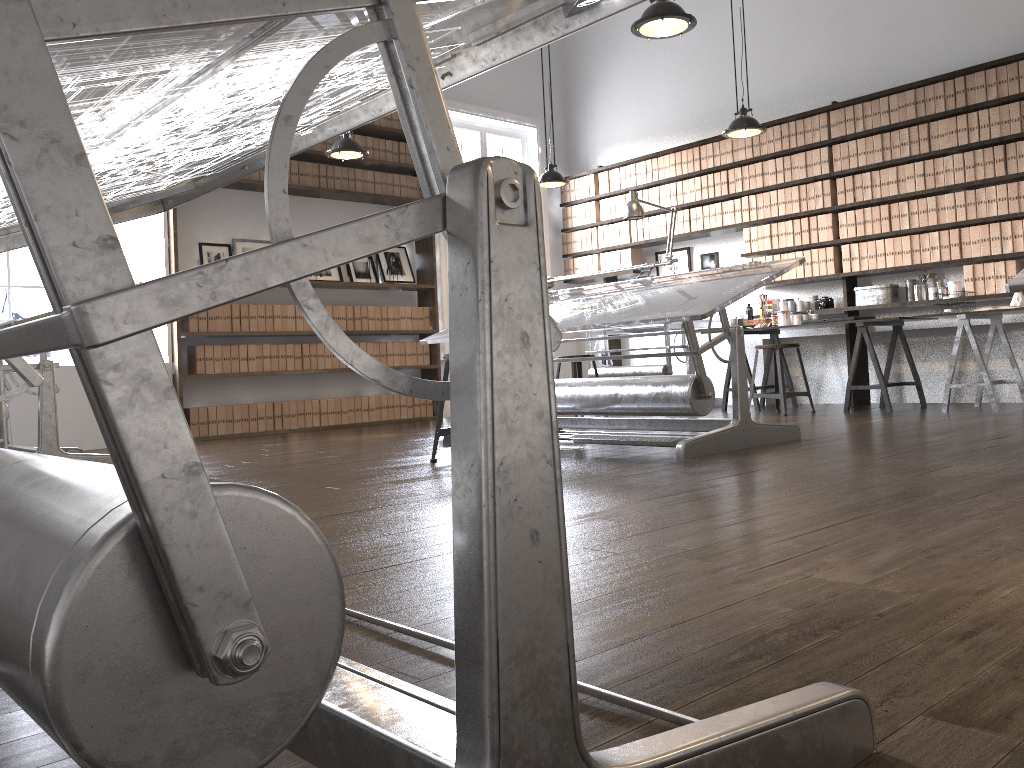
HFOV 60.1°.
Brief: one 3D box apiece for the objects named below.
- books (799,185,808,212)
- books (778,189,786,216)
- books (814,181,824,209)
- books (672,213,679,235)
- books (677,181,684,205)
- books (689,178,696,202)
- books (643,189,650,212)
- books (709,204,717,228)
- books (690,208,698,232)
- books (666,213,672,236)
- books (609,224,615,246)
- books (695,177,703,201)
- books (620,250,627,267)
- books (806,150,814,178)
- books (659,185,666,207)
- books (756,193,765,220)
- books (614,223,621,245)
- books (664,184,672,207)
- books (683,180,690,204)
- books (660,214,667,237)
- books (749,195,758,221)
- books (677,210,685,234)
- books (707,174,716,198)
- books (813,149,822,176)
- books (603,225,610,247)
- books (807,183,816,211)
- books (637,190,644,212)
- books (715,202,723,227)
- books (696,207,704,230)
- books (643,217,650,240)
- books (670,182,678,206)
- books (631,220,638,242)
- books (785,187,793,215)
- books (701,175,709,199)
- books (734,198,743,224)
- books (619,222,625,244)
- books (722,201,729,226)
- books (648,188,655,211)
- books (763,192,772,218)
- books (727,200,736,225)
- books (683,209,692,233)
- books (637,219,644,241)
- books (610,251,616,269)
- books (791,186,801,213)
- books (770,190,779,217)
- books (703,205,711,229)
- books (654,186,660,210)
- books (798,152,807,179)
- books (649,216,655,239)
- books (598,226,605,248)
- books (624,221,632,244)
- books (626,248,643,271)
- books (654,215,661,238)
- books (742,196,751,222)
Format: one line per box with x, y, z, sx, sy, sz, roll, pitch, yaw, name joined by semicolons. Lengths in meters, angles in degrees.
2.484;-1.547;7.416;0.175;0.226;0.066;-2;-2;-42;books
2.351;-1.543;7.561;0.175;0.226;0.066;-2;-2;-42;books
2.576;-1.549;7.308;0.174;0.226;0.066;-2;-2;-42;books
1.600;-1.514;8.402;0.175;0.226;0.066;-2;-2;-42;books
1.638;-1.790;8.356;0.175;0.226;0.066;-2;-2;-42;books
1.730;-1.793;8.251;0.174;0.226;0.066;-2;-2;-42;books
1.365;-1.782;8.662;0.174;0.226;0.066;-2;-2;-42;books
1.886;-1.522;8.085;0.175;0.226;0.066;-2;-2;-42;books
1.744;-1.518;8.244;0.175;0.226;0.066;-2;-2;-42;books
1.554;-1.512;8.446;0.175;0.226;0.067;-2;-2;-42;books
1.071;-1.505;8.997;0.174;0.226;0.066;-2;-2;-42;books
1.775;-1.794;8.195;0.175;0.226;0.066;-2;-2;-42;books
1.175;-1.231;8.885;0.174;0.226;0.066;-2;-2;-42;books
2.524;-1.816;7.365;0.175;0.226;0.066;-2;-2;-42;books
1.501;-1.786;8.509;0.175;0.226;0.066;-2;-2;-42;books
2.213;-1.539;7.722;0.174;0.226;0.066;-2;-2;-42;books
1.116;-1.506;8.944;0.175;0.226;0.066;-2;-2;-42;books
1.542;-1.787;8.461;0.175;0.226;0.066;-2;-2;-42;books
1.686;-1.792;8.305;0.174;0.226;0.066;-2;-2;-42;books
1.506;-1.511;8.500;0.175;0.226;0.066;-2;-2;-42;books
2.163;-1.537;7.771;0.174;0.226;0.066;-2;-2;-42;books
1.645;-1.515;8.355;0.175;0.226;0.066;-2;-2;-42;books
1.869;-1.797;8.097;0.175;0.226;0.066;-2;-2;-42;books
2.565;-1.817;7.317;0.175;0.226;0.066;-2;-2;-42;books
1.022;-1.504;9.046;0.174;0.226;0.066;-2;-2;-42;books
2.532;-1.548;7.364;0.174;0.226;0.066;-2;-2;-42;books
1.315;-1.781;8.712;0.174;0.226;0.066;-2;-2;-42;books
1.926;-1.523;8.031;0.175;0.226;0.067;-2;-2;-42;books
1.788;-1.519;8.188;0.174;0.226;0.066;-2;-2;-42;books
1.369;-1.507;8.661;0.175;0.226;0.066;-2;-2;-42;books
1.588;-1.789;8.406;0.175;0.226;0.067;-2;-2;-42;books
1.266;-1.504;8.773;0.175;0.226;0.066;-2;-2;-42;books
2.394;-1.544;7.515;0.175;0.226;0.066;-2;-2;-42;books
1.823;-1.795;8.141;0.175;0.226;0.067;-2;-2;-42;books
2.062;-1.527;7.882;0.175;0.226;0.067;-2;-2;-42;books
1.165;-1.508;8.888;0.175;0.226;0.066;-2;-2;-42;books
1.974;-1.525;7.985;0.175;0.226;0.066;-2;-2;-42;books
1.412;-1.783;8.609;0.175;0.226;0.066;-2;-2;-42;books
2.258;-1.540;7.669;0.175;0.226;0.066;-2;-2;-42;books
2.015;-1.526;7.937;0.175;0.226;0.066;-2;-2;-42;books
1.690;-1.516;8.296;0.175;0.226;0.067;-2;-2;-42;books
1.319;-1.505;8.711;0.175;0.226;0.067;-2;-2;-42;books
1.083;-1.228;8.985;0.175;0.226;0.066;-2;-2;-42;books
2.435;-1.545;7.463;0.175;0.226;0.067;-2;-2;-42;books
2.301;-1.541;7.614;0.175;0.226;0.067;-2;-2;-42;books
1.839;-1.521;8.138;0.174;0.226;0.066;-2;-2;-42;books
1.453;-1.784;8.555;0.175;0.226;0.067;-2;-2;-42;books
2.477;-1.815;7.412;0.175;0.226;0.067;-2;-2;-42;books
1.417;-1.508;8.611;0.174;0.226;0.066;-2;-2;-42;books
0.971;-1.502;9.098;0.175;0.226;0.066;-2;-2;-42;books
1.204;-1.509;8.838;0.175;0.226;0.067;-2;-2;-42;books
1.220;-1.232;8.832;0.175;0.226;0.066;-2;-2;-42;books
1.460;-1.509;8.556;0.174;0.226;0.066;-2;-2;-42;books
2.112;-1.536;7.823;0.175;0.226;0.066;-2;-2;-42;books
